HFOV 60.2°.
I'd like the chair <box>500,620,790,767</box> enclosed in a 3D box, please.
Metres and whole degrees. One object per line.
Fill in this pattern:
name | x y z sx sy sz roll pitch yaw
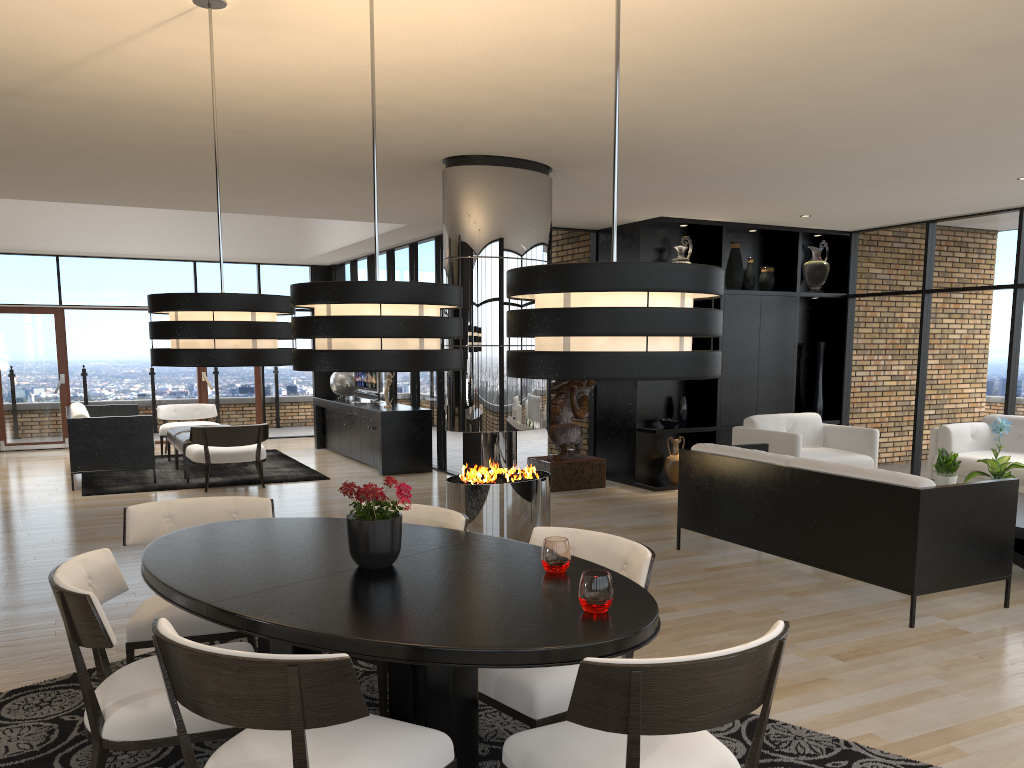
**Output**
chair | 0.349 1.001 2.321 0.641 0.815 0.611 -3 7 -28

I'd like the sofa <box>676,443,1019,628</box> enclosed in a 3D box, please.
sofa | 2.041 0.848 5.722 0.836 0.811 2.017 -3 4 -27

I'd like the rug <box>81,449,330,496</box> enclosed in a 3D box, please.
rug | -3.808 1.024 10.651 2.477 0.012 3.011 -1 3 -26

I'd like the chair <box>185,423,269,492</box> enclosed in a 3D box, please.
chair | -2.980 0.750 9.318 0.803 0.682 0.679 -2 6 -27

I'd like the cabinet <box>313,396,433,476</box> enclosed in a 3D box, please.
cabinet | -1.898 0.615 11.551 0.620 0.747 3.017 -3 4 -27

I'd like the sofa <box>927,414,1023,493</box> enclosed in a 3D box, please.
sofa | 4.763 0.760 7.073 0.853 0.863 2.675 -3 4 -27

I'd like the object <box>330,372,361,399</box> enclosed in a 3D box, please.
object | -2.298 0.003 12.297 0.461 0.412 0.461 -5 7 -44

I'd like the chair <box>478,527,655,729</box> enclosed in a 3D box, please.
chair | 0.143 0.965 3.125 0.613 0.815 0.638 -5 8 -39

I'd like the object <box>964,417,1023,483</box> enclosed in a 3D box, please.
object | 3.490 0.553 6.346 0.370 0.638 0.352 -1 7 -8

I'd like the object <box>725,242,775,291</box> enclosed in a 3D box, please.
object | 2.549 -1.246 9.459 0.617 0.516 0.206 -2 7 -26

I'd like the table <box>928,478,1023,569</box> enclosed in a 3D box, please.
table | 3.461 1.041 6.483 1.262 0.355 2.017 -2 3 -27

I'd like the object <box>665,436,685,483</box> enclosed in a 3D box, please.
object | 1.724 0.798 9.311 0.222 0.500 0.220 0 7 0

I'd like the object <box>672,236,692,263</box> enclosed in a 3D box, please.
object | 1.725 -1.245 9.033 0.245 0.550 0.242 2 7 17

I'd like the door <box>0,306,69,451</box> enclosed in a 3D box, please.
door | -6.758 -0.073 12.386 0.895 2.016 0.094 -4 9 -26

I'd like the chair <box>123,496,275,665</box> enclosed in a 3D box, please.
chair | -1.328 0.933 3.822 0.642 0.815 0.610 -2 6 -20

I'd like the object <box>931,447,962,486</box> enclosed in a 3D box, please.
object | 3.326 0.668 6.755 0.214 0.374 0.282 3 7 26

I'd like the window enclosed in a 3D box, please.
window | -1.094 -1.264 7.863 10.087 4.835 15.805 -3 4 -40

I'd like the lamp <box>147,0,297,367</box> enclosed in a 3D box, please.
lamp | -1.103 -0.738 3.311 0.533 1.344 0.532 6 9 40

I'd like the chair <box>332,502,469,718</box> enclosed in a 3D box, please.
chair | -0.533 0.940 3.660 0.640 0.815 0.611 4 7 34

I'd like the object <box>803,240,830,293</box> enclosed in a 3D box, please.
object | 3.395 -1.306 9.858 0.284 0.600 0.281 3 8 24

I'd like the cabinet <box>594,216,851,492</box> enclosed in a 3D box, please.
cabinet | 2.382 -0.319 9.926 2.657 2.772 1.174 -3 8 -25

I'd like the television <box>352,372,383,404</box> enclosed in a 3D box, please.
television | -1.880 -0.111 11.437 0.408 0.718 0.924 -1 5 -9

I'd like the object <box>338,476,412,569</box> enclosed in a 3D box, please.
object | -0.451 0.454 2.930 0.236 0.301 0.227 5 8 43

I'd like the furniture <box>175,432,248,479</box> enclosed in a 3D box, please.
furniture | -3.436 0.803 10.272 0.826 0.488 0.821 -2 4 -27

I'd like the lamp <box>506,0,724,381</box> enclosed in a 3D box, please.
lamp | 0.254 -0.685 2.143 0.533 1.344 0.532 6 9 40

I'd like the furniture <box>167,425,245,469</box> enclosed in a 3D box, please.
furniture | -3.821 0.769 11.024 0.826 0.488 0.821 -2 4 -27

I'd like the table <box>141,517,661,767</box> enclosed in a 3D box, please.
table | -0.467 0.988 2.997 2.097 0.777 1.203 3 5 42

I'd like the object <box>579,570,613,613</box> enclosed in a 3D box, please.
object | 0.231 0.572 2.430 0.095 0.107 0.094 1 6 7

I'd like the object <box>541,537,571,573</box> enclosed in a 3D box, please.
object | 0.142 0.553 2.852 0.095 0.107 0.095 -4 7 -38

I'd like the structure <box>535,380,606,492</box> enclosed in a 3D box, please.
structure | 0.598 0.291 9.270 0.729 1.611 0.512 -4 8 -27

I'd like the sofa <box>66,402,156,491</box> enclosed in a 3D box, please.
sofa | -4.611 0.649 10.110 0.836 0.811 2.017 -3 4 -27

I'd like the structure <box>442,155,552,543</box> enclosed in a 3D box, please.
structure | -0.094 -0.159 6.390 0.888 2.773 0.582 -6 10 -39

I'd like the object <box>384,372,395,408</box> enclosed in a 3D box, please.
object | -1.491 0.057 10.591 0.105 0.464 0.254 -4 8 -26

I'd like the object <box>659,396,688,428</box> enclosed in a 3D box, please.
object | 1.715 0.295 9.239 0.372 0.316 0.211 -3 7 -28

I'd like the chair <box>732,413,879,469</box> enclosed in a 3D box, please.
chair | 2.663 0.716 8.044 0.999 0.865 0.848 -2 6 -27

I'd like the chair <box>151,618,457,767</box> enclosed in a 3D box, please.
chair | -0.564 1.000 2.345 0.641 0.815 0.611 3 7 26

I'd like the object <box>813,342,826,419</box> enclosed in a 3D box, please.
object | 3.515 -0.031 10.089 0.113 0.892 0.112 -2 8 -15

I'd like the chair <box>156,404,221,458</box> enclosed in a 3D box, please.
chair | -4.394 0.628 12.007 0.803 0.682 0.679 -2 6 -27

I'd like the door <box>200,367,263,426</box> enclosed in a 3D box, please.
door | -4.327 -0.129 13.607 0.895 2.016 0.094 -4 9 -26

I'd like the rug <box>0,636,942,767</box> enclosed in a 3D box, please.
rug | -0.428 1.371 2.999 3.707 0.011 2.703 2 3 40

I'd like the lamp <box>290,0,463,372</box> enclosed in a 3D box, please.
lamp | -0.424 -0.711 2.727 0.533 1.344 0.532 6 9 40

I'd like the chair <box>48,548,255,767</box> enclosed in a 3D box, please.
chair | -1.142 0.975 2.891 0.615 0.815 0.637 -2 6 -21
